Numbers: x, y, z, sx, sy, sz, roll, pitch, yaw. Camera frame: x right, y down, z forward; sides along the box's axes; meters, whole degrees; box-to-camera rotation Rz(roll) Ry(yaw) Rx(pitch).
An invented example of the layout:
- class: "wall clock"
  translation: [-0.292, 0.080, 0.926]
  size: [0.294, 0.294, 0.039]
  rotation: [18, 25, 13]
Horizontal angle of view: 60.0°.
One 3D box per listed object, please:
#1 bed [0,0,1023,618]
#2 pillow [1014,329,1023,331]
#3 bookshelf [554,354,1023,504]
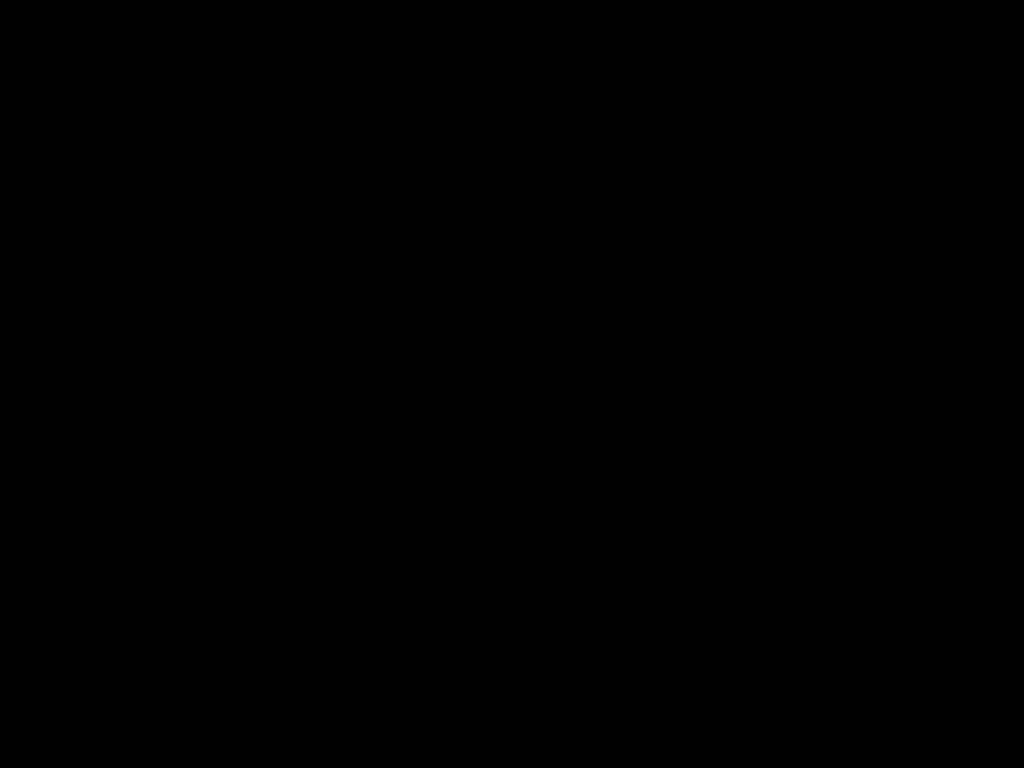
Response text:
- class: "bed"
  translation: [0.429, -0.339, 0.599]
  size: [2.087, 0.994, 3.009]
  rotation: [-4, -5, 15]
- class: "pillow"
  translation: [1.146, -0.176, 2.031]
  size: [0.498, 0.241, 0.470]
  rotation: [-1, -5, -20]
- class: "bookshelf"
  translation: [0.914, 0.123, 2.331]
  size: [1.495, 0.303, 0.643]
  rotation: [-4, -5, 15]
